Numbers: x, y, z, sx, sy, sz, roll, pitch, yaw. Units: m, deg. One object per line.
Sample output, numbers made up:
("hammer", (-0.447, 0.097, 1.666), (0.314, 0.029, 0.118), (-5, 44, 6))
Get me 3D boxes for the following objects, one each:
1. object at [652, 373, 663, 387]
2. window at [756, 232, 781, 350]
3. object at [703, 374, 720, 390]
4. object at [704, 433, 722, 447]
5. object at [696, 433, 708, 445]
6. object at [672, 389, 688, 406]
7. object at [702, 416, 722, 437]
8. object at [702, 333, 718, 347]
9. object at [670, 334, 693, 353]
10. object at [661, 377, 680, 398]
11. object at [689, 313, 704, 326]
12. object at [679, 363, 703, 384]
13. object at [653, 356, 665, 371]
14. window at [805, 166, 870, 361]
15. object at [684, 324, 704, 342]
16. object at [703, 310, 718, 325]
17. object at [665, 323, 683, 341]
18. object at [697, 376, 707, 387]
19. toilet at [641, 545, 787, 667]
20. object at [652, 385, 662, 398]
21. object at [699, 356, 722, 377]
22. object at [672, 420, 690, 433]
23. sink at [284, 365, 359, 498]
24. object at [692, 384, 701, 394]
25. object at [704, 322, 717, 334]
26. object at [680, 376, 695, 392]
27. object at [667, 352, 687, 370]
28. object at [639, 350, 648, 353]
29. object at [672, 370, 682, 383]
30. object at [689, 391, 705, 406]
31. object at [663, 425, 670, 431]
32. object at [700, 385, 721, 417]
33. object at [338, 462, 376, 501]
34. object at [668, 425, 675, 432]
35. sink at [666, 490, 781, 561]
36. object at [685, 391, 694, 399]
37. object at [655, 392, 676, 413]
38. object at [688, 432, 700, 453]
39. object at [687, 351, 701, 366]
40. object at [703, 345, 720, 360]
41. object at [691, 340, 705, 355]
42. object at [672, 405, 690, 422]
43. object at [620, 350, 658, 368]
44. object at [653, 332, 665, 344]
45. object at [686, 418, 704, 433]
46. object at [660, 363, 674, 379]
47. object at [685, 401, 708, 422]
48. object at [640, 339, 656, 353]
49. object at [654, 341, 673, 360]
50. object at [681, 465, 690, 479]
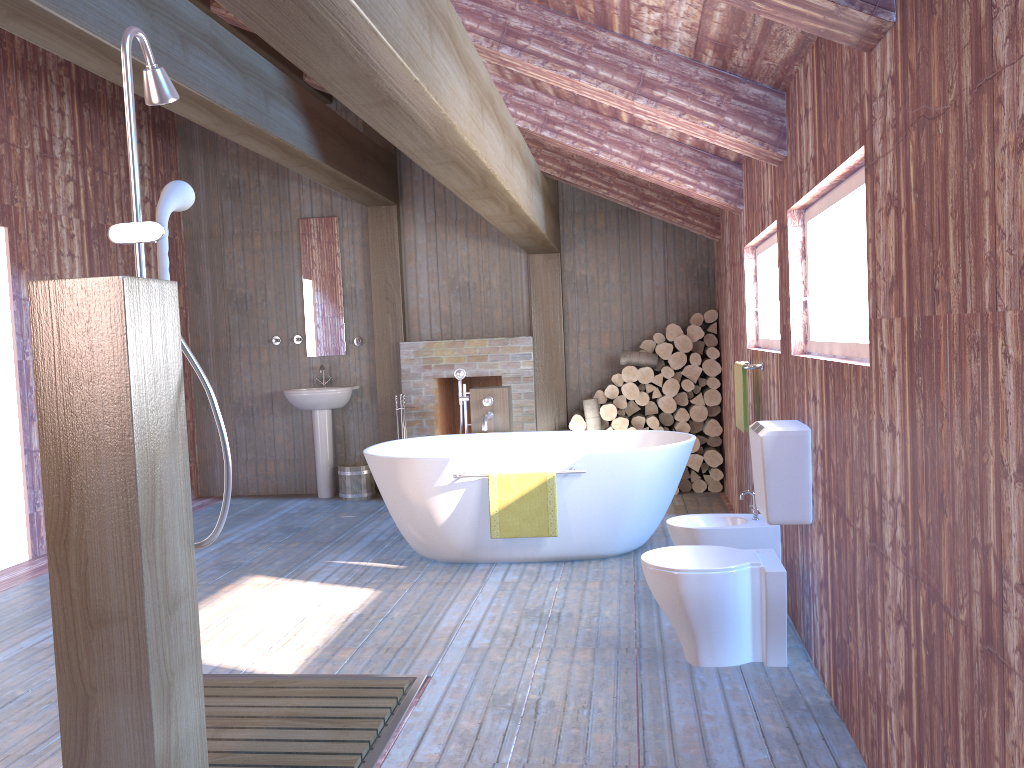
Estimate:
("object", (1.155, -0.031, 7.121), (0.109, 0.124, 0.424), (-2, 3, 7))
("window", (1.343, -0.463, 4.475), (0.054, 0.587, 1.255), (-2, 3, 9))
("object", (1.589, -0.022, 7.068), (0.102, 0.109, 0.438), (-2, 3, 8))
("object", (1.611, 0.433, 7.146), (0.114, 0.113, 0.301), (-2, 3, 5))
("object", (1.530, 0.444, 7.152), (0.088, 0.092, 0.280), (-2, 3, 7))
("object", (1.343, 0.107, 7.094), (0.111, 0.118, 0.302), (-2, 3, 7))
("object", (1.586, 0.329, 7.110), (0.139, 0.137, 0.455), (-2, 3, 6))
("object", (1.580, -0.351, 7.088), (0.107, 0.115, 0.269), (-2, 3, 9))
("object", (1.349, -0.324, 7.084), (0.141, 0.143, 0.437), (-2, 3, 6))
("object", (1.269, 0.022, 7.113), (0.136, 0.157, 0.439), (-2, 3, 9))
("object", (1.471, -0.505, 7.093), (0.104, 0.121, 0.270), (-2, 3, 9))
("object", (1.431, -0.088, 7.115), (0.172, 0.151, 0.482), (-2, 3, 9))
("object", (1.180, -0.171, 7.212), (0.121, 0.124, 0.291), (-2, 3, 9))
("window", (1.117, -0.376, 2.947), (0.054, 0.587, 1.255), (-2, 3, 9))
("object", (1.455, -0.406, 7.086), (0.133, 0.142, 0.456), (-2, 3, 9))
("object", (1.576, -0.533, 7.079), (0.112, 0.113, 0.271), (-2, 3, 8))
("object", (1.296, -0.415, 7.104), (0.135, 0.139, 0.456), (-2, 3, 9))
("object", (1.533, -0.022, 7.121), (0.088, 0.092, 0.280), (-2, 3, 9))
("toilet", (0.785, 0.876, 3.498), (0.534, 0.400, 0.375), (-2, 3, 9))
("object", (1.165, 0.058, 7.132), (0.085, 0.096, 0.280), (-2, 3, 9))
("object", (1.575, -0.140, 7.067), (0.147, 0.152, 0.439), (-2, 3, 8))
("object", (1.354, 0.343, 7.090), (0.116, 0.117, 0.289), (-2, 3, 5))
("sink", (-1.629, 0.413, 7.555), (0.582, 1.143, 0.475), (-2, 3, 7))
("object", (1.468, 0.039, 7.076), (0.067, 0.069, 0.177), (-2, 3, 8))
("object", (1.586, -0.448, 7.098), (0.081, 0.100, 0.281), (-2, 3, 8))
("object", (1.395, -0.005, 7.093), (0.102, 0.109, 0.438), (-2, 3, 8))
("object", (1.316, -0.187, 7.096), (0.143, 0.151, 0.440), (-2, 3, 8))
("object", (1.059, -0.214, 7.224), (0.113, 0.130, 0.291), (-2, 3, 9))
("object", (1.314, -0.060, 7.081), (0.095, 0.090, 0.278), (-2, 3, 9))
("object", (1.470, 0.103, 7.091), (0.115, 0.112, 0.423), (-2, 3, 8))
("object", (1.236, 0.367, 7.122), (0.054, 0.056, 0.146), (-2, 3, 8))
("object", (1.587, 0.144, 7.088), (0.137, 0.256, 0.439), (-2, 3, 8))
("object", (-1.315, 0.824, 7.511), (0.309, 0.290, 0.308), (-2, 3, 18))
("object", (1.269, 0.400, 7.132), (0.115, 0.112, 0.423), (-2, 3, 8))
("sink", (1.005, 0.768, 4.255), (0.515, 0.517, 0.335), (-2, 3, 9))
("object", (1.410, 0.078, 7.085), (0.065, 0.069, 0.177), (-2, 3, 7))
("object", (1.232, 0.147, 7.125), (0.141, 0.143, 0.437), (-2, 3, 6))
("object", (1.425, 0.454, 7.123), (0.138, 0.147, 0.440), (-2, 3, 8))
("object", (1.453, -0.205, 7.075), (0.089, 0.106, 0.437), (-2, 3, 9))
("object", (1.582, -0.254, 7.056), (0.102, 0.109, 0.438), (-2, 3, 8))
("object", (1.485, -0.295, 7.169), (0.132, 0.119, 0.319), (-2, 3, 9))
("object", (1.347, 0.235, 7.090), (0.114, 0.113, 0.301), (-2, 3, 5))
("object", (1.007, -0.197, 7.032), (0.302, 0.157, 0.121), (-2, 3, 9))
("object", (1.176, -0.368, 7.093), (0.094, 0.097, 0.227), (-2, 3, 9))
("object", (1.482, 0.331, 7.203), (0.118, 0.106, 0.319), (-2, 3, 5))
("object", (1.240, -0.106, 7.106), (0.102, 0.109, 0.438), (-2, 3, 8))
("object", (1.476, 0.219, 7.104), (0.137, 0.133, 0.437), (-2, 3, 6))
("object", (1.108, -0.301, 7.214), (0.140, 0.121, 0.319), (-2, 3, 9))
("object", (1.217, -0.273, 7.122), (0.139, 0.148, 0.458), (-2, 3, 8))
("object", (1.378, 0.688, 7.236), (0.125, 0.132, 0.320), (-2, 3, 6))
